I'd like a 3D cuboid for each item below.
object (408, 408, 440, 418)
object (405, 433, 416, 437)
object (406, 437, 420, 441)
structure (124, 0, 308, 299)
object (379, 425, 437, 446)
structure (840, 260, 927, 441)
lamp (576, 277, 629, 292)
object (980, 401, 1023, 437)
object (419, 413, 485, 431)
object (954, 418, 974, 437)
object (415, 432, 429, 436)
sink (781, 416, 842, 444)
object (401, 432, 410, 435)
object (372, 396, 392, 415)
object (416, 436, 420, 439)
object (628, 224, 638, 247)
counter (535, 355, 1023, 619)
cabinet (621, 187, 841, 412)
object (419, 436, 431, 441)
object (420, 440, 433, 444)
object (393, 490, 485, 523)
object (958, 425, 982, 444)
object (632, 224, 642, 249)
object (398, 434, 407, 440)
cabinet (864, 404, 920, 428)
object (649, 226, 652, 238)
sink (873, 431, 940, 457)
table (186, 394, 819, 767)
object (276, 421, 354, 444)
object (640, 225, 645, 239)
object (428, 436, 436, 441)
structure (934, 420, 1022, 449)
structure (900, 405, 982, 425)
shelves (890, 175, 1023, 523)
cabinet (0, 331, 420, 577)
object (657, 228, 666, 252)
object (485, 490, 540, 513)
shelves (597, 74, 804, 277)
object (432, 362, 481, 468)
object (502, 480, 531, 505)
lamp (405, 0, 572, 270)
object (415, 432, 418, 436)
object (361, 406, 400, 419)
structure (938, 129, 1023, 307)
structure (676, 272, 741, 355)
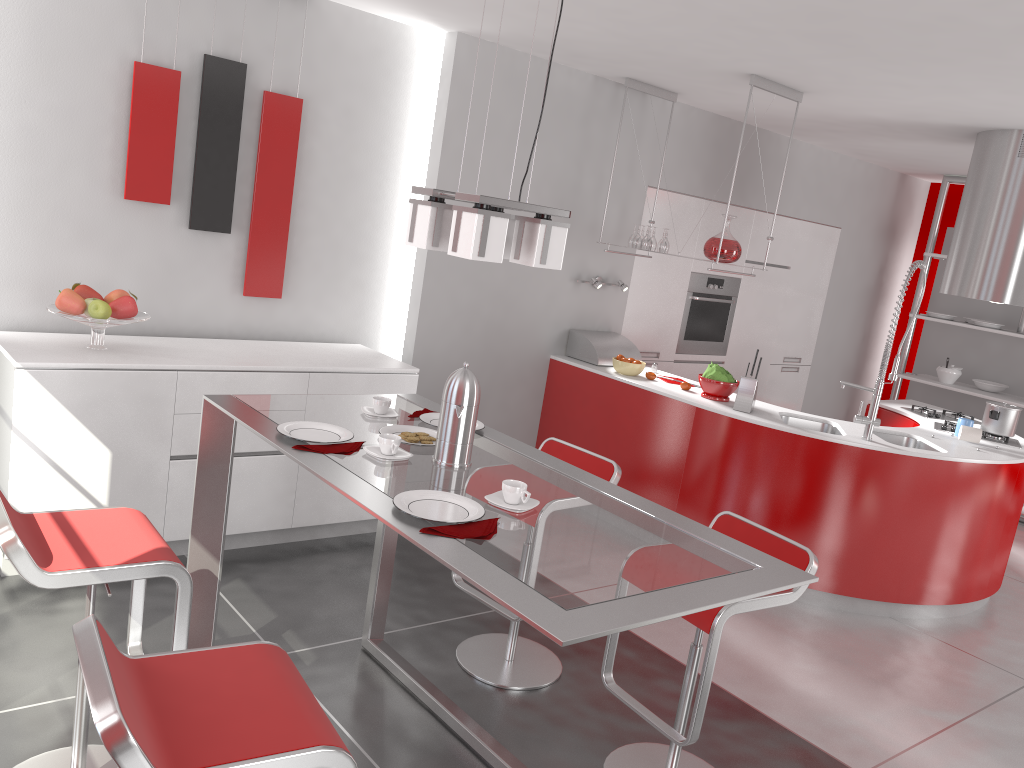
[{"bbox_3d":[-0.277,0.098,2.999,0.234,0.012,0.095,0,14,-40],"label":"object"},{"bbox_3d":[-0.303,0.152,2.650,0.034,0.006,0.036,8,10,-4],"label":"object"},{"bbox_3d":[-0.290,0.161,2.612,0.036,0.006,0.034,3,12,-28],"label":"object"},{"bbox_3d":[-1.385,-1.173,4.188,0.820,1.503,0.040,0,14,-40],"label":"structure"},{"bbox_3d":[-0.290,0.159,2.648,0.217,0.015,0.217,8,10,-3],"label":"object"},{"bbox_3d":[1.872,-0.175,4.453,0.308,0.920,0.178,10,10,3],"label":"structure"},{"bbox_3d":[0.602,-0.639,5.694,0.454,0.081,0.155,0,14,-40],"label":"lamp"},{"bbox_3d":[2.815,0.195,5.105,0.189,0.185,0.218,11,11,11],"label":"object"},{"bbox_3d":[-0.196,0.129,2.891,0.217,0.015,0.217,8,10,-4],"label":"object"},{"bbox_3d":[2.503,0.242,4.911,0.080,0.100,0.109,13,11,22],"label":"object"},{"bbox_3d":[-0.271,0.152,2.678,0.034,0.006,0.036,17,13,37],"label":"object"},{"bbox_3d":[1.569,0.310,4.716,0.326,0.172,0.428,11,11,10],"label":"sink"},{"bbox_3d":[-0.313,0.151,2.679,0.036,0.006,0.034,16,12,32],"label":"object"},{"bbox_3d":[-0.429,0.070,2.879,0.062,0.049,0.078,0,14,-40],"label":"object"},{"bbox_3d":[-0.279,0.162,2.652,0.034,0.006,0.036,5,11,-23],"label":"object"},{"bbox_3d":[0.749,-0.911,5.450,0.060,0.141,0.060,0,14,-40],"label":"object"},{"bbox_3d":[1.640,0.554,5.312,2.865,0.880,1.868,8,11,-7],"label":"counter"},{"bbox_3d":[1.468,-0.380,7.007,2.398,2.026,0.614,0,14,-40],"label":"cabinet"},{"bbox_3d":[-0.259,0.161,2.639,0.034,0.006,0.036,6,11,-17],"label":"object"},{"bbox_3d":[-0.253,0.171,2.623,0.036,0.006,0.034,5,11,-19],"label":"object"},{"bbox_3d":[-0.170,0.289,2.058,0.217,0.015,0.217,6,11,-16],"label":"object"},{"bbox_3d":[2.471,0.269,4.787,0.100,0.080,0.109,13,11,19],"label":"object"},{"bbox_3d":[0.762,-0.891,5.357,0.060,0.141,0.060,14,12,26],"label":"object"},{"bbox_3d":[-0.324,0.157,2.639,0.036,0.006,0.034,15,12,28],"label":"object"},{"bbox_3d":[1.509,0.459,5.535,1.875,0.761,1.025,10,10,5],"label":"cabinet"},{"bbox_3d":[0.836,-0.893,5.429,0.060,0.141,0.060,0,14,-40],"label":"object"},{"bbox_3d":[2.047,0.394,4.679,0.326,0.172,0.428,9,10,-2],"label":"sink"},{"bbox_3d":[-0.212,0.723,2.492,0.800,1.000,1.700,0,14,-40],"label":"table"},{"bbox_3d":[-0.558,0.141,2.514,0.217,0.015,0.217,14,12,25],"label":"object"},{"bbox_3d":[0.808,-0.913,5.512,0.060,0.141,0.060,0,14,-40],"label":"object"},{"bbox_3d":[-0.246,0.164,2.667,0.034,0.006,0.036,0,14,-40],"label":"object"},{"bbox_3d":[2.711,0.280,5.168,0.457,0.037,0.303,14,11,24],"label":"structure"},{"bbox_3d":[2.780,0.193,5.691,0.457,0.037,0.303,7,11,-10],"label":"structure"},{"bbox_3d":[3.939,-0.277,6.993,0.535,2.599,1.735,0,14,-40],"label":"shelves"},{"bbox_3d":[-1.414,0.276,4.189,1.802,0.880,0.610,0,14,-40],"label":"cabinet"},{"bbox_3d":[0.916,-0.870,5.372,0.060,0.141,0.060,0,14,-40],"label":"object"},{"bbox_3d":[0.000,0.292,2.189,0.119,0.016,0.119,15,12,29],"label":"object"},{"bbox_3d":[1.055,-1.205,5.138,0.462,1.023,0.934,0,14,-40],"label":"shelves"},{"bbox_3d":[-0.155,0.074,2.467,0.113,0.287,0.149,2,12,-32],"label":"object"},{"bbox_3d":[0.006,0.270,2.177,0.062,0.049,0.078,6,11,-18],"label":"object"},{"bbox_3d":[0.002,-0.831,2.246,0.304,1.025,0.304,0,14,-40],"label":"lamp"},{"bbox_3d":[-0.280,0.153,2.695,0.034,0.006,0.036,0,14,-40],"label":"object"},{"bbox_3d":[-0.428,0.095,2.878,0.119,0.016,0.119,5,11,-21],"label":"object"},{"bbox_3d":[2.969,-0.948,5.210,0.644,0.958,0.644,12,11,15],"label":"structure"},{"bbox_3d":[1.466,-0.503,6.542,0.599,0.589,0.050,0,14,-40],"label":"structure"}]
